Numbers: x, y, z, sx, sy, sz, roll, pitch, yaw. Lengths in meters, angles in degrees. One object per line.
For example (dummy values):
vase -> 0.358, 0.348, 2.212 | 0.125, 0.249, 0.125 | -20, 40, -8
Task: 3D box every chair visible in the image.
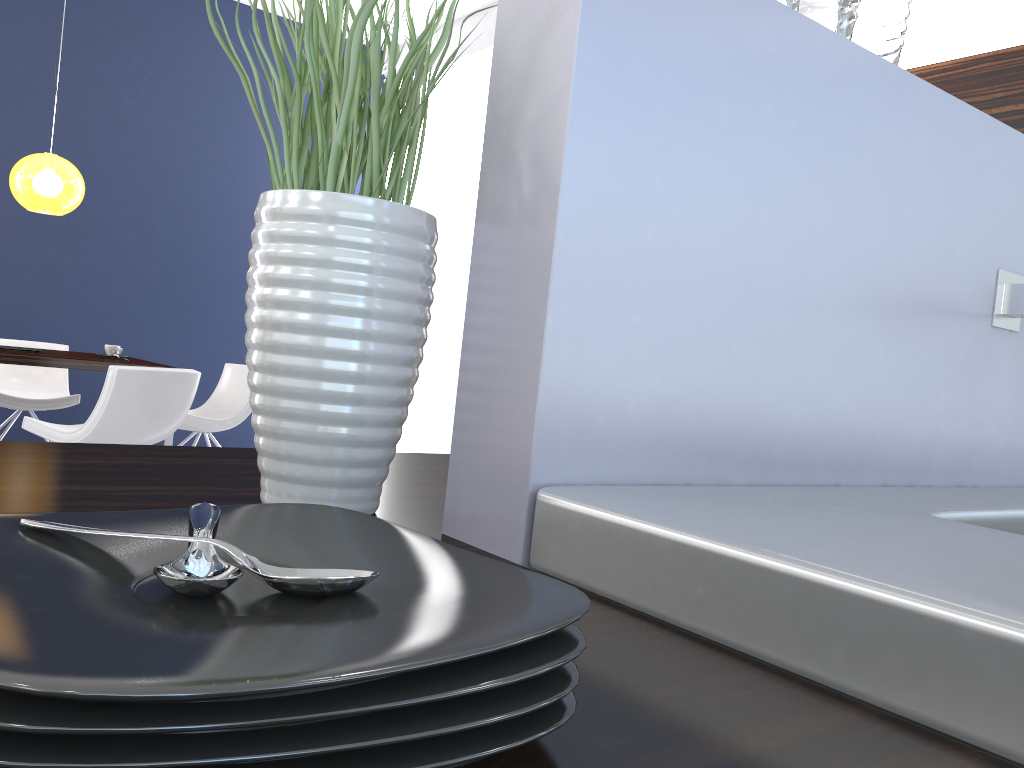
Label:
chair -> -1.844, 0.300, 4.112 | 0.620, 0.805, 0.508 | 7, 1, 23
chair -> -1.851, 0.272, 5.372 | 0.620, 0.805, 0.508 | 5, 2, -42
chair -> -3.043, 0.140, 5.541 | 0.508, 0.805, 0.620 | 5, 2, -37

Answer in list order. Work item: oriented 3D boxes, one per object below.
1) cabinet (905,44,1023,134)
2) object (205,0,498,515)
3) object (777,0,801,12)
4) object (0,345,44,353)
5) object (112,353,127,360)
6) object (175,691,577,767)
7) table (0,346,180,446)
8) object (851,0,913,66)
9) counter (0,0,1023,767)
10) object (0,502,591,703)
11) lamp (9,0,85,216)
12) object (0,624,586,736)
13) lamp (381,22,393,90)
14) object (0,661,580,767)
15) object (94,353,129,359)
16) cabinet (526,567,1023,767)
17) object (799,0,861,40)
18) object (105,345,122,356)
cabinet -> 1.629, -0.188, 4.510 | 0.669, 2.500, 3.600 | 5, 2, -37
object -> -0.155, -0.151, 0.731 | 0.247, 0.502, 0.269 | 6, 1, 6
object -> 0.226, -0.367, 0.775 | 0.072, 0.119, 0.071 | 6, 1, 3
object -> -2.585, -0.181, 4.623 | 0.232, 0.020, 0.232 | 6, 1, -9
object -> -2.184, -0.152, 4.945 | 0.155, 0.028, 0.032 | 7, 2, 34
object -> -0.110, 0.107, 0.344 | 0.232, 0.020, 0.232 | 5, 1, -29
table -> -2.931, 0.187, 4.490 | 2.046, 0.783, 1.127 | 5, 2, -37
object -> 0.354, -0.355, 0.872 | 0.071, 0.119, 0.072 | 6, 1, 13
counter -> 0.471, 0.371, 0.874 | 3.291, 1.300, 1.302 | 5, 2, -37
object -> 0.083, 0.033, 0.381 | 0.646, 0.147, 0.269 | 6, 1, -12
lamp -> -2.379, -1.893, 4.698 | 0.359, 1.974, 0.358 | 5, 1, -32
object -> -0.108, 0.087, 0.343 | 0.232, 0.020, 0.232 | 5, 1, -34
lamp -> -0.958, -2.524, 6.881 | 0.185, 0.511, 0.150 | 5, 2, -37
object -> -0.109, 0.097, 0.344 | 0.232, 0.020, 0.232 | 5, 1, -29
object -> -2.267, -0.156, 5.022 | 0.154, 0.020, 0.154 | 6, 1, 9
cabinet -> 0.442, 0.593, 0.889 | 3.285, 0.852, 1.377 | 5, 2, -37
object -> 0.290, -0.361, 0.823 | 0.072, 0.119, 0.071 | 6, 1, 3
object -> -2.254, -0.186, 5.024 | 0.101, 0.064, 0.081 | 6, 1, -11
